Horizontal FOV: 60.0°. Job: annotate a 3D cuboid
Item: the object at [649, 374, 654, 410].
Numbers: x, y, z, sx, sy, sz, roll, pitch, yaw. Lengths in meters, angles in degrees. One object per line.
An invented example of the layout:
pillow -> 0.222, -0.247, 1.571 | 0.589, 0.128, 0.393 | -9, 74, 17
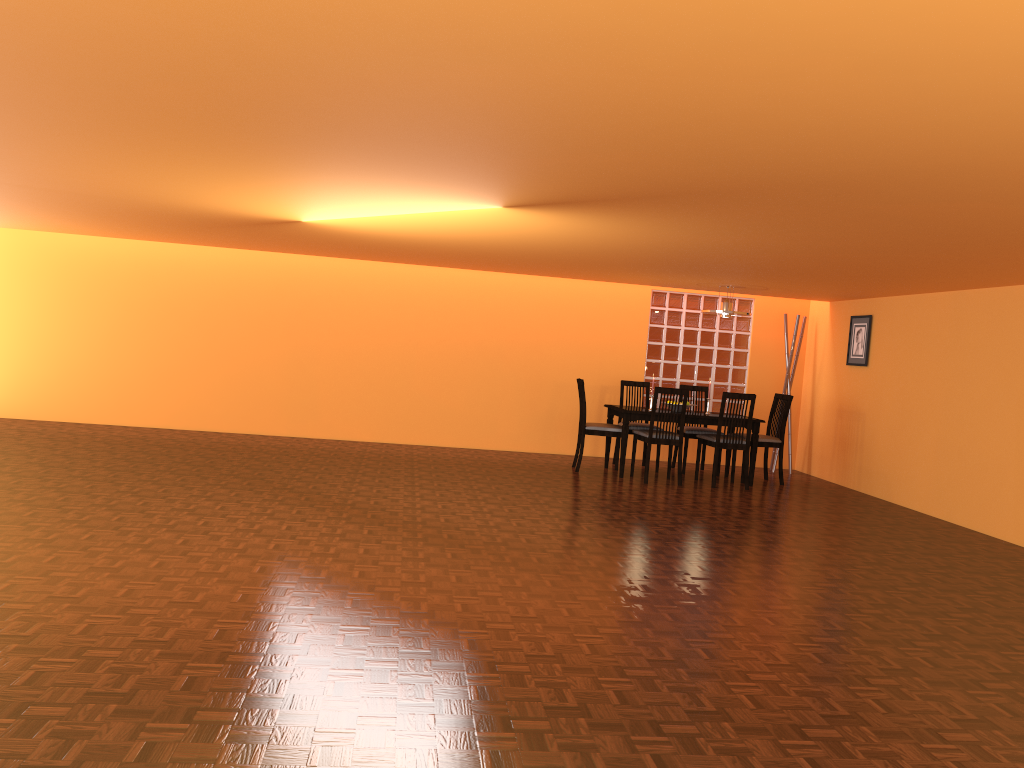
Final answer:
object -> 1.225, 0.067, 7.734 | 0.044, 0.326, 0.044 | 4, 2, -18

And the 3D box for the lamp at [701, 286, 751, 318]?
lamp -> 1.900, -0.726, 7.842 | 0.435, 0.274, 0.435 | 5, 2, 15

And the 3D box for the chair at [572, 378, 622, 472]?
chair -> 0.770, 0.372, 7.794 | 0.465, 0.809, 0.373 | 4, 2, -2

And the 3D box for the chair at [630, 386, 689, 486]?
chair -> 1.251, 0.423, 7.468 | 0.373, 0.809, 0.465 | 4, 2, -7

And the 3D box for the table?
table -> 1.481, 0.539, 7.857 | 1.259, 0.584, 0.697 | 4, 2, -7

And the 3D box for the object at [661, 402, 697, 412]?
object -> 1.465, 0.208, 7.852 | 0.337, 0.072, 0.337 | 3, 3, -41

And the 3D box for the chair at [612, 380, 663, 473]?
chair -> 1.164, 0.385, 8.229 | 0.373, 0.809, 0.465 | 4, 2, -7

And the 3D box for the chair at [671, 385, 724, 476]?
chair -> 1.735, 0.428, 8.297 | 0.373, 0.809, 0.465 | 4, 2, -7

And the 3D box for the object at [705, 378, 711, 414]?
object -> 1.752, 0.103, 7.882 | 0.044, 0.326, 0.044 | 4, 2, -18

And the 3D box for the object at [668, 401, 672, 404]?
object -> 1.387, 0.170, 7.798 | 0.055, 0.046, 0.046 | 4, 3, -24

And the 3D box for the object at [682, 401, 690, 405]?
object -> 1.539, 0.178, 7.861 | 0.069, 0.066, 0.069 | 5, 2, 3

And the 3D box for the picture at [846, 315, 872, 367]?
picture -> 3.131, -0.390, 8.006 | 0.014, 0.456, 0.361 | 4, 2, -7

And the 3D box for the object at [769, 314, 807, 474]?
object -> 2.746, 0.099, 8.806 | 0.226, 1.589, 0.308 | 5, 2, 15

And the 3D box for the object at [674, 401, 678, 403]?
object -> 1.436, 0.190, 7.878 | 0.087, 0.076, 0.089 | 5, 2, -1

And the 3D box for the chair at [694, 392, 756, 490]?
chair -> 1.822, 0.466, 7.537 | 0.373, 0.809, 0.465 | 4, 2, -7

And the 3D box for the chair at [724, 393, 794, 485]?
chair -> 2.220, 0.480, 7.960 | 0.465, 0.809, 0.373 | 4, 2, -12

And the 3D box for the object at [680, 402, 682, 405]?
object -> 1.493, 0.191, 7.796 | 0.066, 0.070, 0.055 | 3, 3, -25
